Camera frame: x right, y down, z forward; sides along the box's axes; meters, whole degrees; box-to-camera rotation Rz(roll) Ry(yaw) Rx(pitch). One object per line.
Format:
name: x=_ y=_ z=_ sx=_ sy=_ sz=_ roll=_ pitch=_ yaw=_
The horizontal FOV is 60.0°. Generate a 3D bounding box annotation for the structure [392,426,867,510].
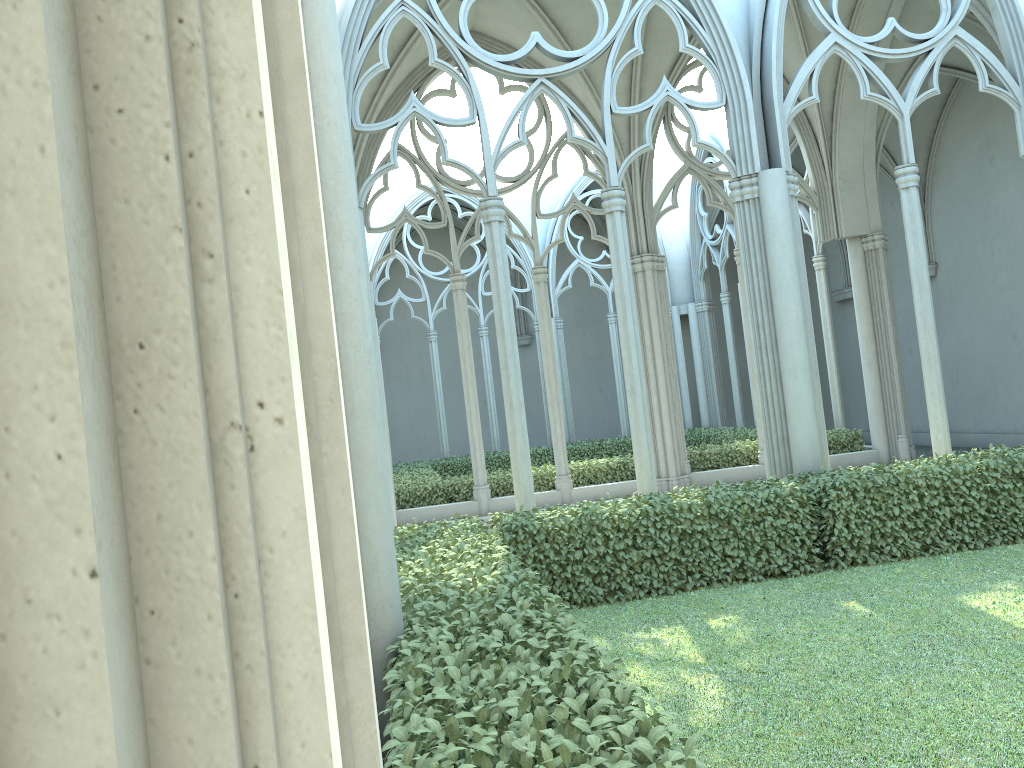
structure: x=1.510 y=1.755 z=18.096 sx=7.995 sy=0.963 sz=8.018 roll=-6 pitch=-2 yaw=-8

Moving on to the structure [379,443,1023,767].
structure: x=3.284 y=1.168 z=5.165 sx=7.995 sy=0.963 sz=8.018 roll=-6 pitch=-2 yaw=-8
